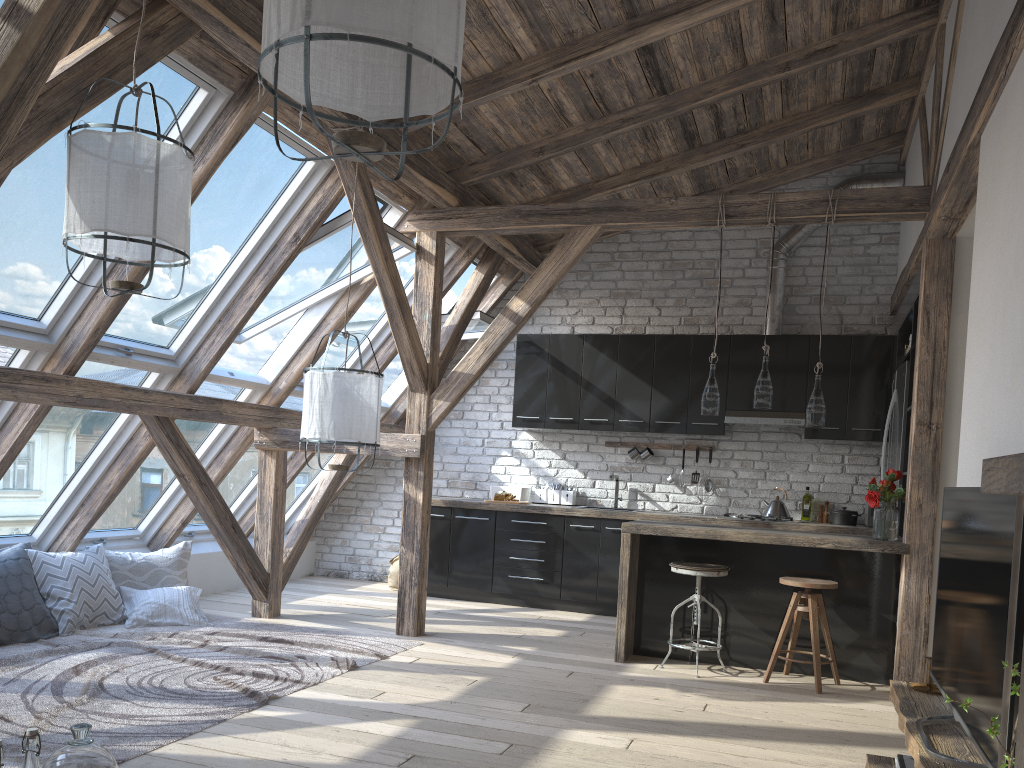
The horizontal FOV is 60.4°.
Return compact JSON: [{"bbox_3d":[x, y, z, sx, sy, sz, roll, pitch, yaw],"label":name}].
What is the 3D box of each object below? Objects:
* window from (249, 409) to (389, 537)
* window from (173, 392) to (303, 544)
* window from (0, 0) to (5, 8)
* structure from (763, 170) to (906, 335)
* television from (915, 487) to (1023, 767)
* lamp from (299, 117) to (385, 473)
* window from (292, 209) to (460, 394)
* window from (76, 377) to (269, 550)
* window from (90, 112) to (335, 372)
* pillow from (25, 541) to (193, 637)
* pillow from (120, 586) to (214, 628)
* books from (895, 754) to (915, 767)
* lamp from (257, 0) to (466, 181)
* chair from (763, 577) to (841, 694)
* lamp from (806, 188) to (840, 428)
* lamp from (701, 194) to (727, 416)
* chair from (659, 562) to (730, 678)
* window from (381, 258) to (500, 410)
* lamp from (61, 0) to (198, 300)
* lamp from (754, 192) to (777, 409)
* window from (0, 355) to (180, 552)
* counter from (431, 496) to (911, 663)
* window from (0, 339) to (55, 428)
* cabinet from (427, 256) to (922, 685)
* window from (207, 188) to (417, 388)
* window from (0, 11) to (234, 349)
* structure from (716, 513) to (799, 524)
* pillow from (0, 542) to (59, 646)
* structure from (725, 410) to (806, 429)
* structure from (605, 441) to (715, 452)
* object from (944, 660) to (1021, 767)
[{"bbox_3d":[-1.788,0.727,7.691,1.094,1.277,0.858,3,-1,19],"label":"window"},{"bbox_3d":[-2.085,0.625,6.820,1.094,1.277,0.858,3,-1,19],"label":"window"},{"bbox_3d":[-2.262,-0.951,2.984,1.094,1.277,0.858,3,-1,19],"label":"window"},{"bbox_3d":[2.519,-0.990,6.933,0.980,1.285,0.170,3,1,19],"label":"structure"},{"bbox_3d":[1.246,0.633,2.393,0.206,0.704,1.109,4,-3,19],"label":"television"},{"bbox_3d":[-0.823,-0.502,4.436,0.408,1.896,0.398,2,1,-30],"label":"lamp"},{"bbox_3d":[-1.077,-0.543,6.467,1.094,1.277,0.858,3,-1,19],"label":"window"},{"bbox_3d":[-2.381,0.523,5.949,1.094,1.277,0.858,3,-1,19],"label":"window"},{"bbox_3d":[-1.669,-0.747,4.725,1.094,1.277,0.858,3,-1,19],"label":"window"},{"bbox_3d":[-2.619,1.311,5.769,0.500,0.533,1.161,2,-4,24],"label":"pillow"},{"bbox_3d":[-2.281,1.471,5.799,0.538,0.242,0.475,6,-5,-30],"label":"pillow"},{"bbox_3d":[1.293,1.343,2.794,0.290,0.264,0.362,2,-3,19],"label":"books"},{"bbox_3d":[-0.276,-0.992,1.741,0.401,1.084,0.406,3,1,-30],"label":"lamp"},{"bbox_3d":[1.675,1.418,5.028,0.340,0.595,0.342,3,0,39],"label":"chair"},{"bbox_3d":[1.776,-0.422,5.037,0.109,1.342,0.226,4,2,21],"label":"lamp"},{"bbox_3d":[1.207,-0.462,5.229,0.108,1.289,0.225,4,1,21],"label":"lamp"},{"bbox_3d":[1.097,1.387,5.235,0.355,0.636,0.352,3,0,-37],"label":"chair"},{"bbox_3d":[-0.839,-0.442,7.358,1.517,1.277,0.858,2,-1,19],"label":"window"},{"bbox_3d":[-1.289,-0.962,3.013,0.408,1.305,0.399,3,1,-5],"label":"lamp"},{"bbox_3d":[1.486,-0.480,5.142,0.108,1.238,0.240,4,2,31],"label":"lamp"},{"bbox_3d":[-2.677,0.421,5.078,1.094,1.277,0.858,3,-1,19],"label":"window"},{"bbox_3d":[0.716,1.384,6.488,3.805,0.851,2.254,1,-5,19],"label":"counter"},{"bbox_3d":[-2.974,0.319,4.207,1.094,1.277,0.858,3,-1,19],"label":"window"},{"bbox_3d":[0.977,0.569,6.466,4.206,2.509,2.100,2,-2,19],"label":"cabinet"},{"bbox_3d":[-1.420,-0.646,5.612,1.403,1.277,0.858,2,-1,19],"label":"window"},{"bbox_3d":[-1.966,-0.849,3.855,1.094,1.277,0.858,3,-1,19],"label":"window"},{"bbox_3d":[1.942,1.055,6.933,0.604,0.031,0.499,1,-6,19],"label":"structure"},{"bbox_3d":[-3.013,1.159,4.741,0.467,0.562,1.280,3,-4,20],"label":"pillow"},{"bbox_3d":[2.022,0.282,7.014,0.598,0.103,0.370,1,-5,19],"label":"structure"},{"bbox_3d":[1.235,0.526,7.434,0.930,0.046,0.081,1,-4,19],"label":"structure"},{"bbox_3d":[0.886,0.766,1.477,0.275,1.120,0.515,3,0,6],"label":"object"}]
